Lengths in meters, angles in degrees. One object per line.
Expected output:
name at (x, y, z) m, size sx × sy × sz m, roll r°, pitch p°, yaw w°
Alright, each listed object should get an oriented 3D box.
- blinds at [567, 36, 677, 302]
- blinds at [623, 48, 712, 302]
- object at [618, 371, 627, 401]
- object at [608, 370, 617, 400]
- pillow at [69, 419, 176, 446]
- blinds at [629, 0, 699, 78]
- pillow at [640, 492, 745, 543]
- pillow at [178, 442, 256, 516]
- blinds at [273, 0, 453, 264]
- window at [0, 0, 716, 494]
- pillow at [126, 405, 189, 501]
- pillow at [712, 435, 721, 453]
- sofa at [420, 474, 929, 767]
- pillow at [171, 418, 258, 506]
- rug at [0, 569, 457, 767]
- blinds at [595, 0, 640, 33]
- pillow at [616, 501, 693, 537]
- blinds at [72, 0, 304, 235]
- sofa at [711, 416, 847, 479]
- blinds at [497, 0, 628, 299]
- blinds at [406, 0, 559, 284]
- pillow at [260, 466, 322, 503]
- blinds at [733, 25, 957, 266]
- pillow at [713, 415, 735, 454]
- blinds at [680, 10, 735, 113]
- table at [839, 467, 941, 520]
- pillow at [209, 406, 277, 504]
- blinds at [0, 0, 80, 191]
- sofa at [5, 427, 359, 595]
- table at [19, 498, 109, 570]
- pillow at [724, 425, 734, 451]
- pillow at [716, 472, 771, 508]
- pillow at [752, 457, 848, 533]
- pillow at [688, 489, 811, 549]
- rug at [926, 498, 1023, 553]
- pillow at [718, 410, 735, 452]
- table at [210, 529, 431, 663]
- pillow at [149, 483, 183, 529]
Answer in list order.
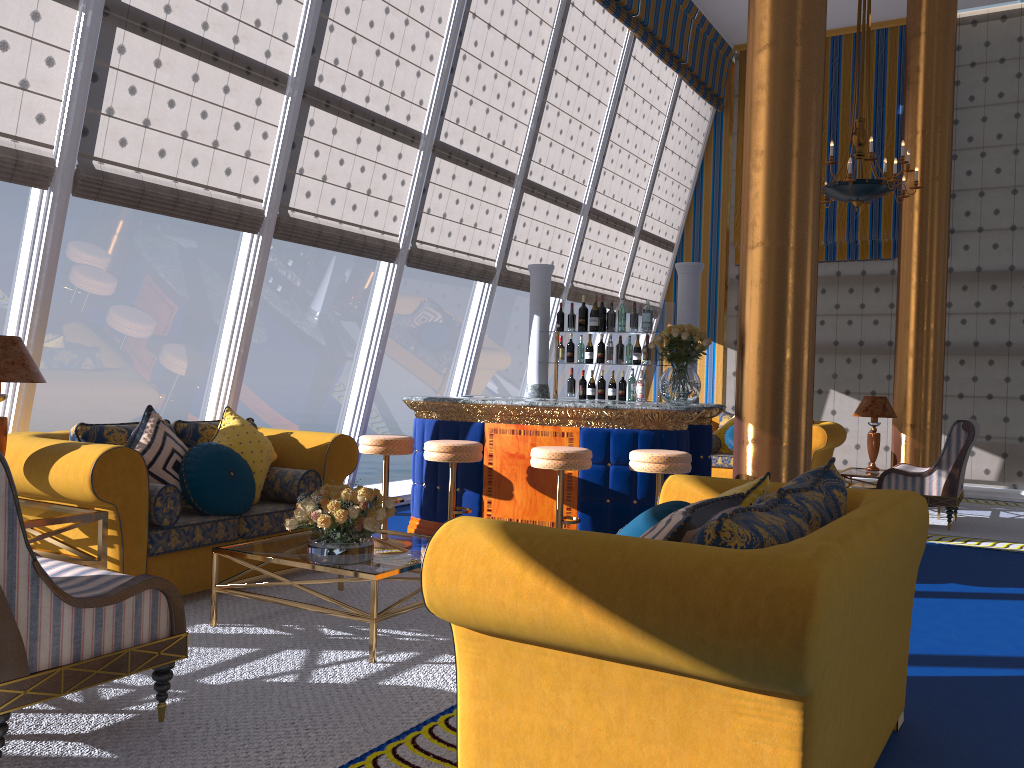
blinds at (1.400, -2.635, 10.541) m, size 0.866 × 3.394 × 1.378 m, roll 2°, pitch 1°, yaw 30°
blinds at (2.153, -2.615, 11.836) m, size 0.866 × 3.394 × 1.378 m, roll 2°, pitch 1°, yaw 30°
object at (0.901, 0.016, 7.223) m, size 0.065 × 0.244 × 0.066 m, roll 2°, pitch 1°, yaw 11°
object at (0.821, 0.010, 7.245) m, size 0.068 × 0.244 × 0.069 m, roll 2°, pitch 1°, yaw 11°
pillow at (-2.113, 0.470, 4.827) m, size 0.244 × 0.549 × 0.613 m, roll 2°, pitch 0°, yaw 27°
blinds at (1.726, -4.153, 10.198) m, size 0.335 × 0.830 × 1.538 m, roll 2°, pitch 0°, yaw 30°
pillow at (0.434, 0.548, 2.557) m, size 0.324 × 0.456 × 0.526 m, roll 2°, pitch 0°, yaw 30°
pillow at (-1.609, 0.525, 4.872) m, size 0.316 × 0.404 × 0.478 m, roll 2°, pitch 1°, yaw 43°
blinds at (-0.906, -2.695, 6.575) m, size 0.866 × 3.394 × 1.378 m, roll 2°, pitch 1°, yaw 30°
window at (-1.565, -1.803, 6.087) m, size 1.604 × 5.856 × 15.609 m, roll 2°, pitch 0°, yaw 30°
pillow at (-1.865, 0.425, 4.763) m, size 0.278 × 0.619 × 0.697 m, roll 2°, pitch 0°, yaw 28°
pillow at (2.268, 0.705, 10.336) m, size 0.213 × 0.219 × 0.381 m, roll 2°, pitch 0°, yaw 35°
sofa at (0.654, 0.784, 2.810) m, size 1.001 × 0.854 × 1.865 m, roll 2°, pitch 0°, yaw 32°
pillow at (-1.806, 0.480, 5.356) m, size 0.244 × 0.546 × 0.616 m, roll 2°, pitch 0°, yaw 27°
rug at (-1.785, 1.128, 3.123) m, size 3.559 × 0.010 × 6.314 m, roll 2°, pitch 0°, yaw 30°
blinds at (0.945, -4.173, 8.855) m, size 0.335 × 0.830 × 1.538 m, roll 2°, pitch 0°, yaw 30°
pillow at (0.449, 0.570, 2.981) m, size 0.392 × 0.367 × 0.458 m, roll 2°, pitch 0°, yaw -9°
blinds at (-1.666, -2.715, 5.267) m, size 0.866 × 3.394 × 1.378 m, roll 2°, pitch 1°, yaw 30°
sofa at (2.848, 0.832, 10.366) m, size 1.830 × 0.854 × 1.021 m, roll 2°, pitch 0°, yaw 31°
blinds at (0.617, -2.655, 9.194) m, size 0.866 × 3.394 × 1.378 m, roll 2°, pitch 1°, yaw 30°
blinds at (-0.129, -2.675, 7.910) m, size 0.866 × 3.394 × 1.378 m, roll 2°, pitch 1°, yaw 30°
pillow at (-1.344, 0.608, 5.313) m, size 0.369 × 0.219 × 0.217 m, roll 2°, pitch 0°, yaw 29°
blinds at (4.207, -3.057, 11.410) m, size 2.636 × 2.990 × 0.153 m, roll 2°, pitch 1°, yaw 30°
pillow at (2.642, 0.577, 10.444) m, size 0.605 × 0.491 × 0.234 m, roll 2°, pitch 1°, yaw 35°
blinds at (2.509, -4.132, 11.544) m, size 0.335 × 0.830 × 1.538 m, roll 2°, pitch 0°, yaw 30°
table at (3.871, 1.098, 9.036) m, size 0.965 × 0.369 × 0.915 m, roll 2°, pitch 0°, yaw 30°
pillow at (-1.588, 0.428, 5.236) m, size 0.582 × 0.583 × 0.326 m, roll 1°, pitch 1°, yaw -40°
blinds at (-2.423, -2.734, 3.965) m, size 0.866 × 3.394 × 1.378 m, roll 2°, pitch 1°, yaw 30°
sofa at (-1.858, 0.690, 5.037) m, size 0.992 × 0.854 × 1.863 m, roll 2°, pitch 0°, yaw 30°
table at (-2.649, 0.824, 3.796) m, size 1.226 × 0.550 × 1.162 m, roll 2°, pitch 0°, yaw 30°
pillow at (2.675, 0.620, 10.148) m, size 0.462 × 0.367 × 0.389 m, roll 2°, pitch 0°, yaw -10°
pillow at (0.747, 0.538, 3.021) m, size 0.229 × 0.491 × 0.617 m, roll 2°, pitch 1°, yaw 35°
pillow at (0.904, 0.588, 2.987) m, size 0.350 × 0.672 × 0.607 m, roll 2°, pitch 1°, yaw 38°
pillow at (0.609, 0.611, 2.468) m, size 0.336 × 0.610 × 0.620 m, roll 2°, pitch 1°, yaw 35°
rug at (3.246, 1.266, 9.257) m, size 6.199 × 0.011 × 3.626 m, roll 2°, pitch 0°, yaw 29°
pillow at (2.680, 0.624, 10.603) m, size 0.594 × 0.672 × 0.358 m, roll 2°, pitch 1°, yaw 38°
table at (-0.762, 0.970, 4.313) m, size 0.965 × 0.369 × 0.915 m, roll 2°, pitch 0°, yaw 30°
pillow at (-1.841, 0.595, 4.442) m, size 0.369 × 0.219 × 0.176 m, roll 2°, pitch 0°, yaw 29°
